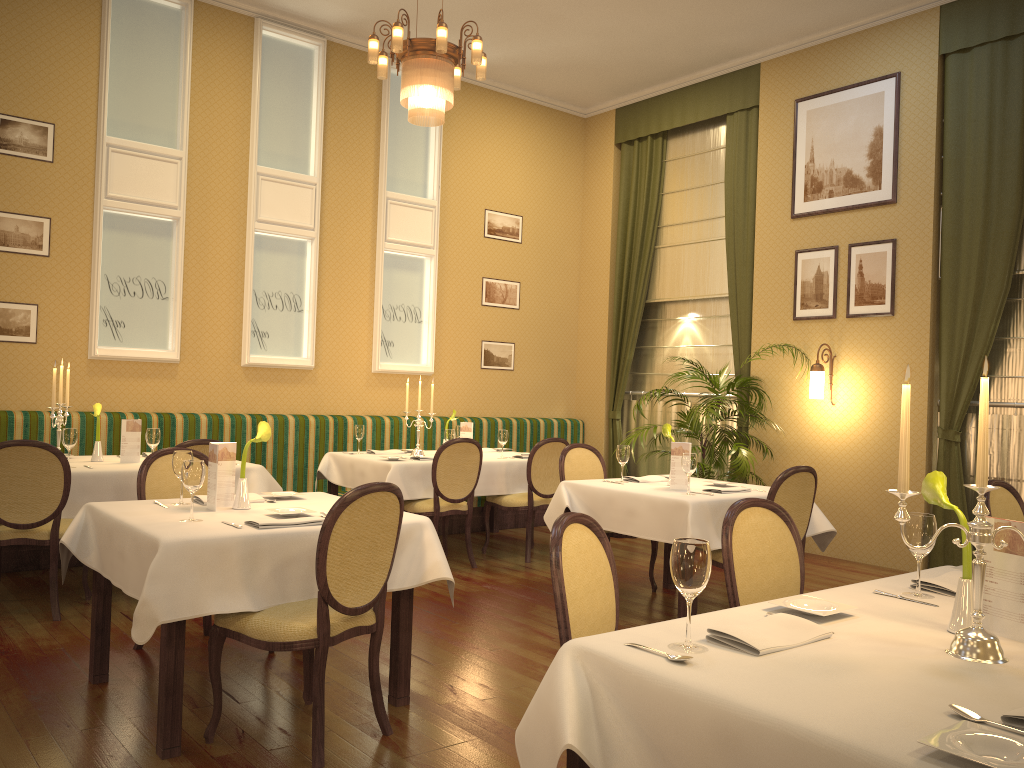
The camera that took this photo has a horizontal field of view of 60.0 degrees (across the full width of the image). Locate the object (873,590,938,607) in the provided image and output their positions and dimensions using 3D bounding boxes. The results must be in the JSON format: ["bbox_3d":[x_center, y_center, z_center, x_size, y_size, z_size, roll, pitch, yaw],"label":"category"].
[{"bbox_3d":[1.081,0.587,2.434,0.017,0.010,0.185,2,-1,-37],"label":"object"}]

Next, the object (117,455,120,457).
[{"bbox_3d":[-2.623,0.490,5.953,0.017,0.010,0.185,2,-1,-37],"label":"object"}]

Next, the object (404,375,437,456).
[{"bbox_3d":[-0.746,0.251,7.105,0.131,0.655,0.390,2,-1,-33],"label":"object"}]

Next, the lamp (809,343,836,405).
[{"bbox_3d":[2.586,-0.082,7.394,0.114,0.513,0.323,2,-1,40],"label":"lamp"}]

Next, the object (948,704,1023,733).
[{"bbox_3d":[0.815,0.566,1.469,0.038,0.015,0.181,2,-1,-37],"label":"object"}]

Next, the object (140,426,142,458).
[{"bbox_3d":[-2.559,0.384,6.013,0.088,0.229,0.088,2,-1,3],"label":"object"}]

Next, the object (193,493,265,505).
[{"bbox_3d":[-1.254,0.510,3.931,0.273,0.033,0.142,3,-1,-39],"label":"object"}]

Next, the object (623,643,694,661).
[{"bbox_3d":[0.301,0.551,1.832,0.038,0.015,0.181,2,-1,-37],"label":"object"}]

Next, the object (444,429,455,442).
[{"bbox_3d":[-0.485,0.467,6.873,0.088,0.229,0.088,2,-1,9],"label":"object"}]

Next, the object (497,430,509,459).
[{"bbox_3d":[-0.074,0.484,7.114,0.088,0.229,0.088,2,-1,9],"label":"object"}]

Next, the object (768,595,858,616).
[{"bbox_3d":[0.757,0.568,2.233,0.160,0.024,0.160,3,-1,-39],"label":"object"}]

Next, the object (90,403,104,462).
[{"bbox_3d":[-2.610,0.305,5.582,0.076,0.375,0.163,2,-1,-17],"label":"object"}]

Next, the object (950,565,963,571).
[{"bbox_3d":[1.500,0.600,2.804,0.160,0.024,0.160,3,-1,-39],"label":"object"}]

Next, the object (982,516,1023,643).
[{"bbox_3d":[1.189,0.456,2.055,0.166,0.277,0.081,2,-1,23],"label":"object"}]

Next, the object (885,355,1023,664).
[{"bbox_3d":[1.011,0.261,1.911,0.390,0.655,0.131,2,-1,-4],"label":"object"}]

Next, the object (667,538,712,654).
[{"bbox_3d":[0.378,0.447,1.884,0.088,0.229,0.088,2,-1,9],"label":"object"}]

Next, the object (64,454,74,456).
[{"bbox_3d":[-2.947,0.471,5.751,0.160,0.024,0.160,3,-1,-39],"label":"object"}]

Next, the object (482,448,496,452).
[{"bbox_3d":[-0.290,0.584,7.818,0.273,0.033,0.142,3,-1,-39],"label":"object"}]

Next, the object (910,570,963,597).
[{"bbox_3d":[1.309,0.588,2.612,0.273,0.033,0.142,3,-1,-39],"label":"object"}]

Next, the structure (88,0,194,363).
[{"bbox_3d":[-2.938,-1.672,7.037,0.687,2.985,0.200,3,-1,-39],"label":"structure"}]

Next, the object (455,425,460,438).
[{"bbox_3d":[-0.454,0.476,7.700,0.088,0.229,0.088,2,-1,9],"label":"object"}]

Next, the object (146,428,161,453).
[{"bbox_3d":[-2.224,0.390,5.491,0.088,0.229,0.088,2,-1,9],"label":"object"}]

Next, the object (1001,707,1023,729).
[{"bbox_3d":[0.977,0.566,1.530,0.273,0.033,0.142,3,-1,-39],"label":"object"}]

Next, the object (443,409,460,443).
[{"bbox_3d":[-0.519,0.397,7.342,0.076,0.375,0.163,2,-1,38],"label":"object"}]

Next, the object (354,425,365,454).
[{"bbox_3d":[-1.222,0.442,7.090,0.088,0.229,0.088,2,-1,9],"label":"object"}]

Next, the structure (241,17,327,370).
[{"bbox_3d":[-2.005,-1.631,7.785,0.661,2.985,0.200,3,-1,-39],"label":"structure"}]

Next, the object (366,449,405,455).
[{"bbox_3d":[-1.023,0.551,7.183,0.273,0.033,0.142,3,-1,-39],"label":"object"}]

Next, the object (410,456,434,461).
[{"bbox_3d":[-0.622,0.561,6.736,0.273,0.033,0.142,3,-1,-39],"label":"object"}]

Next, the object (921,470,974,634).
[{"bbox_3d":[1.063,0.401,2.137,0.076,0.375,0.163,2,-1,-17],"label":"object"}]

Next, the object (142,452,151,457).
[{"bbox_3d":[-2.395,0.492,6.131,0.273,0.033,0.142,3,-1,-39],"label":"object"}]

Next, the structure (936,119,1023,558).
[{"bbox_3d":[3.954,-0.768,6.251,0.134,4.511,1.900,3,-1,-39],"label":"structure"}]

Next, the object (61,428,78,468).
[{"bbox_3d":[-2.590,0.374,5.186,0.088,0.229,0.088,2,-1,9],"label":"object"}]

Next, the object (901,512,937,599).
[{"bbox_3d":[1.145,0.481,2.494,0.088,0.229,0.088,2,-1,9],"label":"object"}]

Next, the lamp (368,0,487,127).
[{"bbox_3d":[-0.419,-2.278,4.672,0.593,1.796,0.593,3,-1,-41],"label":"lamp"}]

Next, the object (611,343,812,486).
[{"bbox_3d":[1.764,0.531,7.650,1.496,1.807,1.552,2,-1,32],"label":"object"}]

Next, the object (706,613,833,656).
[{"bbox_3d":[0.576,0.556,1.977,0.273,0.033,0.142,3,-1,-39],"label":"object"}]

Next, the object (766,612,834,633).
[{"bbox_3d":[0.688,0.570,2.119,0.017,0.010,0.185,2,-1,-37],"label":"object"}]

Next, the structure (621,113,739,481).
[{"bbox_3d":[1.769,-0.818,8.988,0.123,4.511,1.942,3,-1,-39],"label":"structure"}]

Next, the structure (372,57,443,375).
[{"bbox_3d":[-1.015,-1.587,8.578,0.670,2.985,0.200,3,-1,-39],"label":"structure"}]

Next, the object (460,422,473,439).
[{"bbox_3d":[-0.390,0.452,7.294,0.081,0.277,0.166,2,-1,-22],"label":"object"}]

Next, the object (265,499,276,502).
[{"bbox_3d":[-1.115,0.523,4.023,0.038,0.015,0.181,2,-1,-37],"label":"object"}]

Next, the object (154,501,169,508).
[{"bbox_3d":[-1.482,0.509,3.752,0.017,0.010,0.185,2,-1,-37],"label":"object"}]

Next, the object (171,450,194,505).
[{"bbox_3d":[-1.418,0.402,3.812,0.088,0.229,0.088,2,-1,3],"label":"object"}]

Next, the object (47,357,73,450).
[{"bbox_3d":[-2.784,0.161,5.461,0.131,0.655,0.390,2,-1,-24],"label":"object"}]

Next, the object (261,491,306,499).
[{"bbox_3d":[-1.063,0.522,4.123,0.160,0.024,0.160,3,-1,-39],"label":"object"}]

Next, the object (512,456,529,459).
[{"bbox_3d":[0.150,0.598,7.289,0.273,0.024,0.142,3,-1,-39],"label":"object"}]

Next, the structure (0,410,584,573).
[{"bbox_3d":[-4.736,0.657,5.108,14.516,1.031,0.850,3,-1,-39],"label":"structure"}]

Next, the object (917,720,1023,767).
[{"bbox_3d":[0.724,0.557,1.334,0.160,0.024,0.160,3,-1,-39],"label":"object"}]

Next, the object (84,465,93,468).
[{"bbox_3d":[-2.508,0.487,5.243,0.017,0.010,0.185,3,-1,-39],"label":"object"}]

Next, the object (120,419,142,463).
[{"bbox_3d":[-2.407,0.364,5.661,0.081,0.277,0.166,2,-1,13],"label":"object"}]
